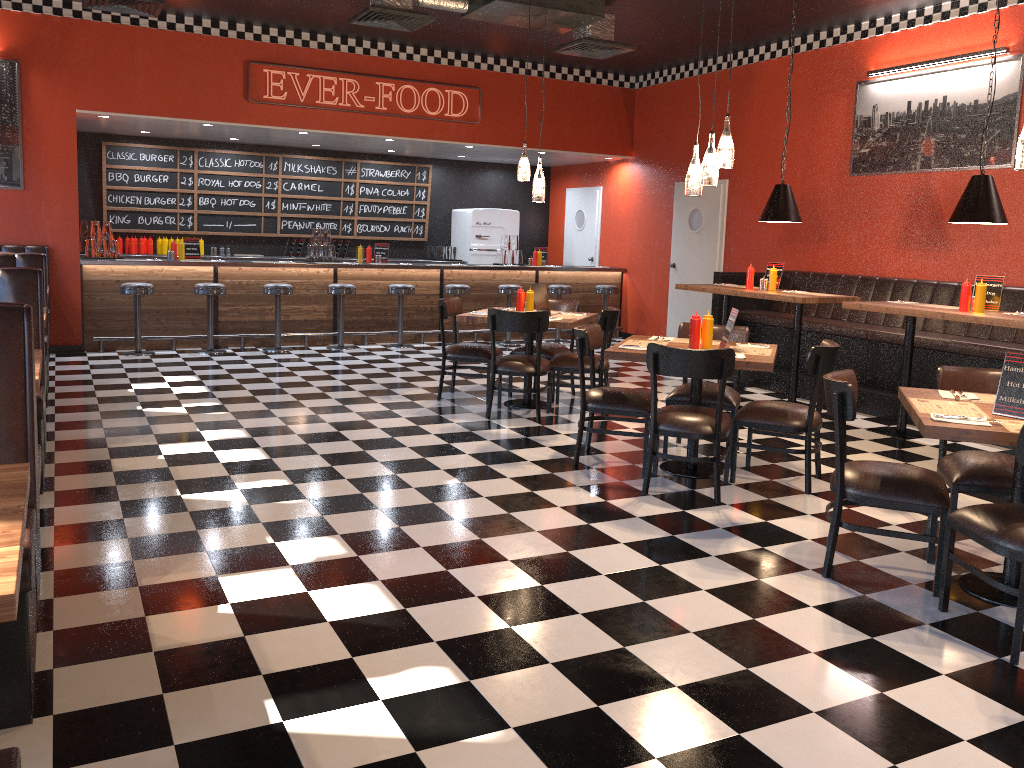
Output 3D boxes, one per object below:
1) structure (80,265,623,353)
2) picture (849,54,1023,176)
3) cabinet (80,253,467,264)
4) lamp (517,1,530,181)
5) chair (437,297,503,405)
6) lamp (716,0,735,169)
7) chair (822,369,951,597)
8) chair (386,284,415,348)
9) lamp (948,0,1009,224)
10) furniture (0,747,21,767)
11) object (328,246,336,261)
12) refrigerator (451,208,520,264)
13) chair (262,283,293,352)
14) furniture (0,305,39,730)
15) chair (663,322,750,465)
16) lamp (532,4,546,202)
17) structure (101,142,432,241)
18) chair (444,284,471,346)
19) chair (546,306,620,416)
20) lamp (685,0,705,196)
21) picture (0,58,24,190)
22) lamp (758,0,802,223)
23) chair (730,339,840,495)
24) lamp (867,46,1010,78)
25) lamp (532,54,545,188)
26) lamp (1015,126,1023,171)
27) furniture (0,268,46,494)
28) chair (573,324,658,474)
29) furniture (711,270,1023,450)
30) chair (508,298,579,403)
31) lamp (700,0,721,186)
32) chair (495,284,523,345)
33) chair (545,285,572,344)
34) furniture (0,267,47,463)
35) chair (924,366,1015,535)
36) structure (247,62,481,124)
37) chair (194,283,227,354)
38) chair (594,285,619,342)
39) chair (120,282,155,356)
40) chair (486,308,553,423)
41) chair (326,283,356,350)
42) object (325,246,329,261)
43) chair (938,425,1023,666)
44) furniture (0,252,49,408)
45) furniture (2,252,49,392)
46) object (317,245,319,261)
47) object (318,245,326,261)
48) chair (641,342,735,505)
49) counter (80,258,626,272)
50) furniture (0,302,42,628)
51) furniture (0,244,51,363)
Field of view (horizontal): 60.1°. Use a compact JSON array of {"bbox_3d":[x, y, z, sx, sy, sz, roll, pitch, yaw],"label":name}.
[{"bbox_3d":[-1.527,-0.934,11.186,7.045,1.034,0.217,-3,9,-27],"label":"structure"},{"bbox_3d":[3.877,-2.444,8.238,0.023,0.934,1.780,-2,10,-27],"label":"picture"},{"bbox_3d":[-3.196,-1.288,12.508,5.288,0.993,0.679,-3,9,-27],"label":"cabinet"},{"bbox_3d":[0.130,-2.663,7.274,0.108,1.955,0.109,-3,9,-35],"label":"lamp"},{"bbox_3d":[-0.383,-0.306,7.699,0.545,0.862,0.489,4,8,12],"label":"chair"},{"bbox_3d":[1.324,-2.279,5.257,0.109,1.955,0.109,7,9,34],"label":"lamp"},{"bbox_3d":[1.637,0.404,3.933,0.545,0.862,0.488,5,8,22],"label":"chair"},{"bbox_3d":[-1.377,-0.849,10.962,0.349,0.770,0.350,4,8,18],"label":"chair"},{"bbox_3d":[3.327,-2.144,6.136,0.382,2.033,0.384,4,7,14],"label":"lamp"},{"bbox_3d":[-1.482,0.669,0.887,1.710,1.148,0.710,-3,9,-27],"label":"furniture"},{"bbox_3d":[-2.270,-1.639,11.170,0.105,0.208,0.106,4,8,18],"label":"object"},{"bbox_3d":[-0.422,-1.810,13.758,0.803,1.793,0.854,-2,9,-27],"label":"refrigerator"},{"bbox_3d":[-2.716,-0.779,10.279,0.349,0.770,0.350,5,8,22],"label":"chair"},{"bbox_3d":[-2.246,0.390,2.372,1.710,1.148,0.710,-3,9,-27],"label":"furniture"},{"bbox_3d":[1.322,0.039,6.016,0.487,0.862,0.547,5,8,21],"label":"chair"},{"bbox_3d":[0.251,-2.470,7.176,0.108,1.955,0.109,5,8,19],"label":"lamp"},{"bbox_3d":[-3.292,-2.659,12.529,4.545,1.140,0.201,-3,9,-27],"label":"structure"},{"bbox_3d":[-0.708,-0.883,11.304,0.349,0.770,0.350,4,8,18],"label":"chair"},{"bbox_3d":[0.597,-0.205,7.302,0.545,0.862,0.489,4,8,13],"label":"chair"},{"bbox_3d":[1.145,-2.120,5.303,0.108,1.955,0.109,0,7,-15],"label":"lamp"},{"bbox_3d":[-5.484,-2.622,8.853,1.024,1.294,0.016,-2,8,-27],"label":"picture"},{"bbox_3d":[2.448,-2.465,7.846,0.382,2.033,0.384,4,7,14],"label":"lamp"},{"bbox_3d":[1.658,0.164,5.352,0.545,0.862,0.488,6,9,26],"label":"chair"},{"bbox_3d":[3.874,-2.948,8.146,0.081,0.056,1.452,-3,11,-27],"label":"lamp"},{"bbox_3d":[0.257,-2.548,7.291,0.108,1.955,0.109,-4,9,-40],"label":"lamp"},{"bbox_3d":[2.110,-1.828,3.433,0.109,1.955,0.108,9,10,44],"label":"lamp"},{"bbox_3d":[-3.330,-0.006,4.479,1.710,1.148,0.710,-3,9,-27],"label":"furniture"},{"bbox_3d":[0.651,0.073,5.679,0.545,0.862,0.489,4,8,15],"label":"chair"},{"bbox_3d":[4.581,0.046,5.802,1.105,1.143,8.806,-2,10,-27],"label":"furniture"},{"bbox_3d":[0.304,-0.323,7.937,0.487,0.862,0.546,6,9,29],"label":"chair"},{"bbox_3d":[1.215,-2.159,5.194,0.108,1.955,0.109,4,7,15],"label":"lamp"},{"bbox_3d":[-0.038,-0.918,11.645,0.348,0.770,0.350,-2,9,-27],"label":"chair"},{"bbox_3d":[0.631,-0.953,11.987,0.348,0.770,0.350,-1,8,-22],"label":"chair"},{"bbox_3d":[-3.650,-0.123,5.102,1.710,1.148,0.710,-3,9,-27],"label":"furniture"},{"bbox_3d":[2.280,0.379,4.214,0.486,0.862,0.547,4,8,12],"label":"chair"},{"bbox_3d":[-1.696,-3.467,10.634,2.877,0.436,0.122,-3,9,-27],"label":"structure"},{"bbox_3d":[-3.386,-0.744,9.937,0.349,0.770,0.350,5,8,22],"label":"chair"},{"bbox_3d":[1.300,-0.988,12.328,0.349,0.770,0.350,4,8,18],"label":"chair"},{"bbox_3d":[-4.055,-0.709,9.596,0.349,0.770,0.350,4,8,18],"label":"chair"},{"bbox_3d":[0.064,-0.174,7.015,0.486,0.862,0.547,4,8,12],"label":"chair"},{"bbox_3d":[-2.047,-0.814,10.621,0.348,0.770,0.350,4,8,13],"label":"chair"},{"bbox_3d":[-2.333,-1.658,11.268,0.105,0.208,0.106,4,8,18],"label":"object"},{"bbox_3d":[1.972,0.529,3.269,0.486,0.862,0.548,1,8,-4],"label":"chair"},{"bbox_3d":[-4.414,-0.401,6.586,1.710,1.148,0.710,-3,9,-27],"label":"furniture"},{"bbox_3d":[-4.734,-0.518,7.209,1.710,1.148,0.710,-3,9,-27],"label":"furniture"},{"bbox_3d":[-2.438,-1.652,11.214,0.105,0.208,0.106,4,8,18],"label":"object"},{"bbox_3d":[-2.382,-1.634,11.121,0.105,0.208,0.106,4,8,18],"label":"object"},{"bbox_3d":[1.015,0.189,5.071,0.487,0.862,0.547,4,8,18],"label":"chair"},{"bbox_3d":[-1.649,-1.523,11.391,7.045,0.050,0.679,-3,11,-27],"label":"counter"},{"bbox_3d":[-2.566,0.273,2.994,1.710,1.148,0.710,-3,9,-27],"label":"furniture"},{"bbox_3d":[-5.502,-0.799,8.702,1.710,1.148,0.710,-3,9,-27],"label":"furniture"}]
